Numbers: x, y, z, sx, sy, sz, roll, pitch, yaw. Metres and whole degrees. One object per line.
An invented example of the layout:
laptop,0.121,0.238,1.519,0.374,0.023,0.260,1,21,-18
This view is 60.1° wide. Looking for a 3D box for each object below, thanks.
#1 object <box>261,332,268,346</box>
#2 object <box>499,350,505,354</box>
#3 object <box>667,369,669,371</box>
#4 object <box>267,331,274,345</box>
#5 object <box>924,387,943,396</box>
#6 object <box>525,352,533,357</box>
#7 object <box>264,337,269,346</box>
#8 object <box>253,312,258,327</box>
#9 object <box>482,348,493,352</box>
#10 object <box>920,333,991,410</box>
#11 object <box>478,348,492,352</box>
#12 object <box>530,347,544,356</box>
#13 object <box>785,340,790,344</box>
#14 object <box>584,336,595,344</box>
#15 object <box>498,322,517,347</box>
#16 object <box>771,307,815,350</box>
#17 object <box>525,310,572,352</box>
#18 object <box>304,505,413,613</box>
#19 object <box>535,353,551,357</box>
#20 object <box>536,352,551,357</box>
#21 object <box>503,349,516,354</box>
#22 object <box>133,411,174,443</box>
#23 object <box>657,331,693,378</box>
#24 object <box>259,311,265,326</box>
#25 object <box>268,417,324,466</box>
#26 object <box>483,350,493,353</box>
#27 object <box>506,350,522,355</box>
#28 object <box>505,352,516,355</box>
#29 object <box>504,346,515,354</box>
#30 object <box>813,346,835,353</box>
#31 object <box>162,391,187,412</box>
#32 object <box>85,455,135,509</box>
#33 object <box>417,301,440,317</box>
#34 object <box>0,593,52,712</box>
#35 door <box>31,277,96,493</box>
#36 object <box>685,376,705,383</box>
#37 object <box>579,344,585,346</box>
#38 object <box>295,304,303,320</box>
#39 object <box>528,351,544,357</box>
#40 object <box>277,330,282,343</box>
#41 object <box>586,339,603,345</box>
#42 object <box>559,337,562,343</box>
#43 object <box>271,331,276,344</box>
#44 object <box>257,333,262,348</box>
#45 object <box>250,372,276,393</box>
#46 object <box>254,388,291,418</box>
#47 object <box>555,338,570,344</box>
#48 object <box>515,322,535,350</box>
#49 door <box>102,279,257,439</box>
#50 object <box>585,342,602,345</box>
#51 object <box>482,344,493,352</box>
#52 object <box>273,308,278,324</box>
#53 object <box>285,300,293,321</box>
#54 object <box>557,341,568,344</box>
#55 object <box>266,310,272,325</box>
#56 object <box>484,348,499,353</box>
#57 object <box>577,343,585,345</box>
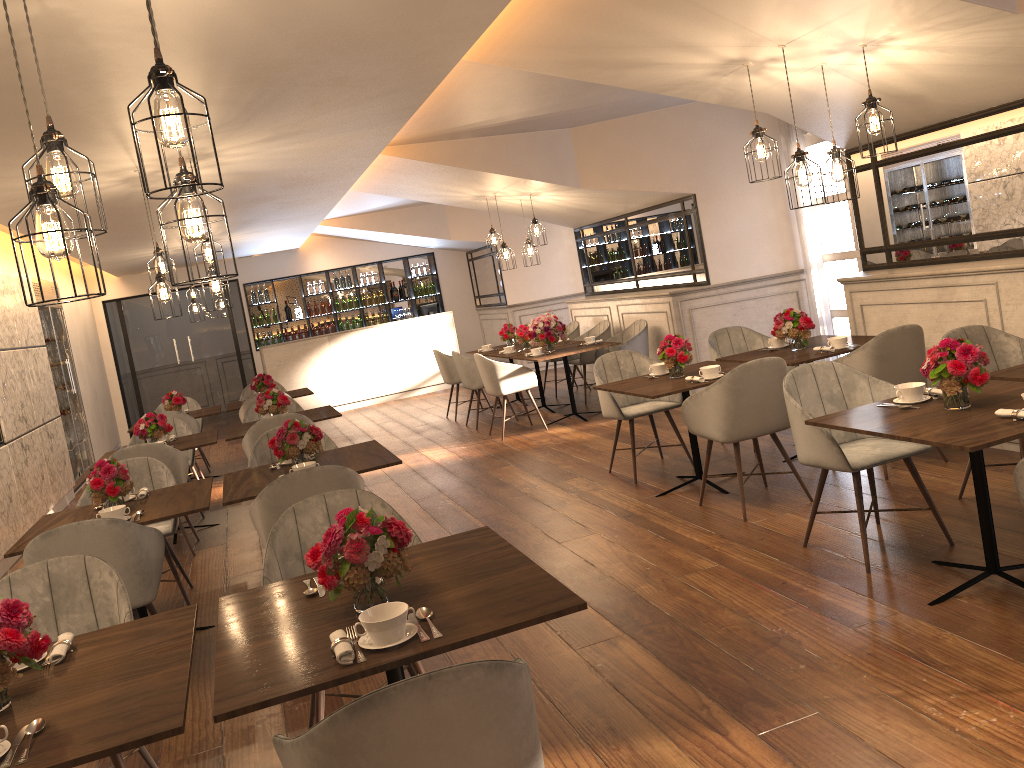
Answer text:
object,-3.698,-0.671,13.222,0.065,0.207,0.065,-12,4,-26
object,-0.062,-0.370,9.985,0.176,0.039,0.056,-12,6,-17
object,1.108,-0.105,6.025,0.056,0.039,0.176,-12,7,-17
object,-3.619,-0.689,13.252,0.065,0.207,0.145,-12,5,-25
object,1.812,0.034,3.813,0.056,0.039,0.176,-12,7,-17
object,0.221,-0.314,9.097,0.176,0.039,0.056,-12,6,-17
object,-4.148,-0.751,14.914,0.066,0.260,0.065,-13,5,-38
object,-4.316,-1.084,14.859,0.066,0.260,0.065,-13,5,-38
object,-0.313,-0.417,10.809,0.193,0.024,0.025,-12,6,-17
object,1.748,-0.053,3.515,0.234,0.300,0.306,-10,5,2
object,-0.334,-0.424,10.839,0.176,0.039,0.056,-12,6,-17
object,0.253,-0.324,8.987,0.148,0.072,0.149,-7,7,25
object,1.993,-0.299,6.306,0.056,0.039,0.176,-12,7,-17
object,0.812,-0.451,9.203,0.148,0.072,0.149,-7,7,25
object,-0.042,-0.613,10.829,0.233,0.300,0.307,-8,6,30
object,1.919,-0.386,6.018,0.236,0.300,0.304,-15,7,-42
object,0.360,-0.544,9.153,0.422,0.424,0.405,-13,6,-29
object,-0.418,0.468,2.436,0.307,0.300,0.233,-15,6,-39
object,0.307,-0.291,8.923,0.211,0.004,0.022,-12,7,-17
object,0.310,-0.293,8.887,0.198,0.015,0.043,-13,7,-21
object,-0.041,-0.363,9.956,0.193,0.024,0.025,-12,6,-17
object,-2.849,0.358,6.999,0.305,0.300,0.235,-10,5,5
object,1.044,-0.192,5.727,0.234,0.300,0.306,-10,5,2
object,-4.212,-1.106,14.892,0.066,0.260,0.065,-13,5,-38
object,-1.170,0.320,4.799,0.307,0.300,0.233,-15,6,-39
object,-0.248,-0.400,10.665,0.211,0.004,0.022,-12,7,-17
object,0.027,-0.349,9.776,0.198,0.015,0.043,-13,7,-21
object,0.024,-0.347,9.812,0.211,0.004,0.022,-12,7,-17
object,-0.030,-0.380,9.876,0.148,0.072,0.149,-7,7,25
object,1.998,-0.223,5.668,0.056,0.039,0.176,-12,7,-17
object,-3.564,0.200,9.385,0.236,0.300,0.304,-15,7,-42
object,-2.071,0.514,4.544,0.235,0.300,0.305,-12,5,-15
object,-1.305,-1.142,14.152,0.411,0.327,0.129,-15,6,-39
object,-1.316,0.661,2.184,0.305,0.300,0.235,-10,5,5
door,-5.364,-0.034,10.657,0.134,2.460,1.859,-11,5,-17
object,1.113,-0.029,5.388,0.056,0.039,0.176,-12,7,-17
object,0.769,-0.417,9.271,0.211,0.004,0.022,-12,7,-17
object,-3.637,-1.241,15.072,0.108,0.281,0.109,-8,4,29
object,0.242,-0.307,9.067,0.193,0.024,0.025,-12,6,-17
object,-3.941,-0.797,14.980,0.066,0.260,0.065,-13,5,-38
object,0.849,-0.428,9.095,0.176,0.039,0.056,-12,6,-17
object,0.529,-0.507,10.091,0.148,0.072,0.149,-7,7,25
object,-4.044,-0.774,14.947,0.066,0.260,0.065,-13,5,-38
object,-4.251,-0.729,14.881,0.066,0.260,0.065,-13,5,-38
object,-2.729,0.018,9.657,0.304,0.300,0.236,-7,6,30
object,-1.951,0.166,7.254,0.304,0.300,0.236,-9,5,15
object,0.566,-0.484,9.984,0.176,0.039,0.056,-12,6,-17
object,0.138,-0.546,10.029,0.234,0.300,0.306,-10,5,2
door,-5.365,-0.397,14.575,2.113,2.326,0.274,-12,4,-17
object,0.831,-0.421,9.126,0.193,0.024,0.025,-12,6,-17
object,-0.302,-0.433,10.729,0.148,0.072,0.149,-7,7,25
object,-4.005,-1.152,14.958,0.066,0.260,0.065,-13,5,-38
object,-3.802,-1.246,15.026,0.104,0.358,0.104,-7,5,45
object,0.548,-0.477,10.014,0.193,0.024,0.025,-12,6,-17
object,-4.109,-1.129,14.925,0.066,0.260,0.065,-13,5,-38
object,-0.244,-0.402,10.629,0.198,0.015,0.043,-13,7,-21
object,0.764,-0.426,9.306,0.198,0.015,0.043,-13,7,-21
